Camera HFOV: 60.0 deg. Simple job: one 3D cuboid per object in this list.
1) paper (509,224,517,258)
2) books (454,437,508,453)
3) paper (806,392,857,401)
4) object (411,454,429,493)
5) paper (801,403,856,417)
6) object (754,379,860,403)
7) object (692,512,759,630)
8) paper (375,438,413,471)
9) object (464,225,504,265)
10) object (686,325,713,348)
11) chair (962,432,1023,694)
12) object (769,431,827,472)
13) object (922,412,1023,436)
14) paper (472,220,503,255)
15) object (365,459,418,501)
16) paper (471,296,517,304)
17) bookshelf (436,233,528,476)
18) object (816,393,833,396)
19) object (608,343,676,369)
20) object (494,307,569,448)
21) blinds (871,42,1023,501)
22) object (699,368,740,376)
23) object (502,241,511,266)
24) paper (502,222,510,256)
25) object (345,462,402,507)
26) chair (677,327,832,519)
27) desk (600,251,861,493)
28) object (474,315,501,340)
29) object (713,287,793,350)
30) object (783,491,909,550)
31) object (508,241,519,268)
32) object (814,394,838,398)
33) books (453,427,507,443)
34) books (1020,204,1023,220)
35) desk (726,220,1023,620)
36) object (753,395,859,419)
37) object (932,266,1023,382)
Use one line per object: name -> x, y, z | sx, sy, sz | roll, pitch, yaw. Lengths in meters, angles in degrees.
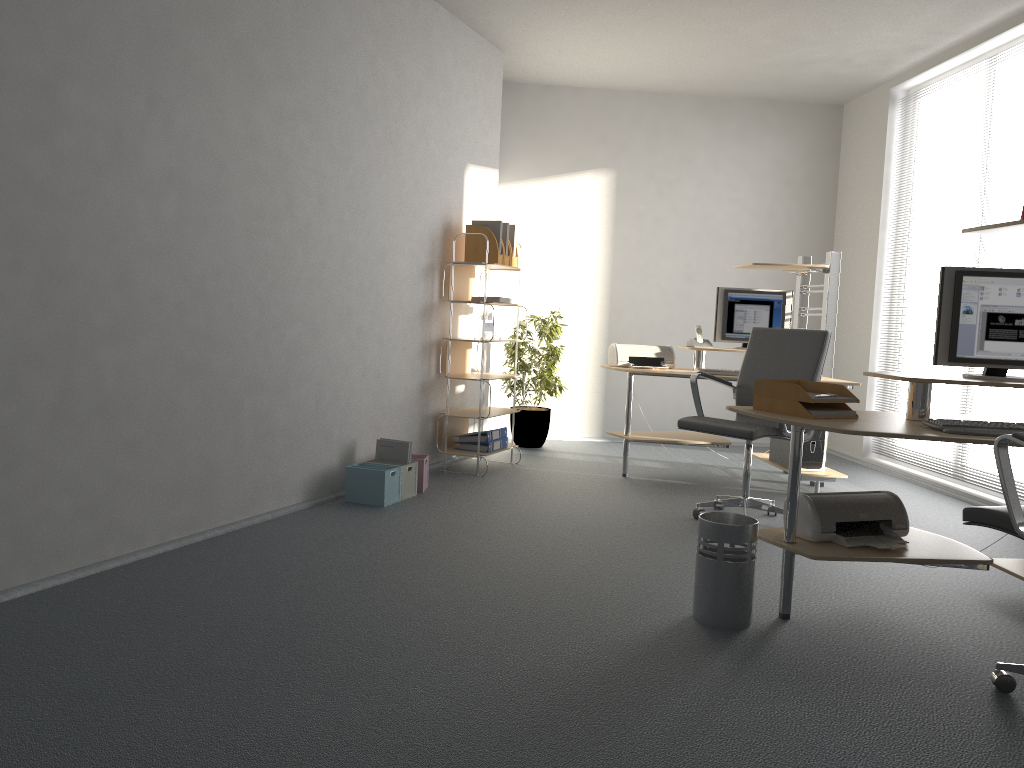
paper -> -0.074, -0.959, 6.173 | 0.213, 0.297, 0.045 | 5, 5, 26
books -> -0.209, 0.403, 6.073 | 0.262, 0.072, 0.320 | 5, 5, 23
paper -> 1.096, 0.042, 3.311 | 0.210, 0.010, 0.297 | 1, 5, -26
object -> -0.629, 0.527, 5.247 | 0.245, 0.202, 0.185 | 3, 4, 4
paper -> 1.094, 0.094, 3.315 | 0.210, 0.019, 0.297 | 1, 5, -26
object -> 1.097, 0.025, 3.310 | 0.225, 0.060, 0.309 | 1, 5, -26
object -> 0.758, 0.663, 3.155 | 0.208, 0.377, 0.208 | 6, 6, 39
paper -> -0.679, 0.471, 5.037 | 0.220, 0.306, 0.068 | 4, 5, 22
object -> -0.181, -0.926, 5.928 | 0.243, 0.259, 0.113 | 4, 5, 20
object -> 1.295, -0.328, 6.111 | 0.150, 0.151, 0.119 | 1, 5, -19
chair -> 1.689, 0.415, 2.451 | 0.584, 1.048, 0.652 | 1, 5, -18
object -> 1.903, 0.336, 5.888 | 0.199, 0.422, 0.471 | 2, 4, -5
object -> 1.657, 0.155, 3.238 | 0.478, 0.082, 0.814 | 3, 4, 3
paper -> -0.174, -0.947, 5.946 | 0.213, 0.297, 0.045 | 4, 5, 20
object -> -0.688, 0.542, 5.028 | 0.245, 0.202, 0.185 | 4, 5, 22
paper -> -0.123, -0.575, 6.099 | 0.213, 0.046, 0.297 | 4, 5, 22
bookshelf -> -0.188, -0.205, 6.044 | 0.381, 1.572, 0.724 | 4, 5, 23
object -> 1.144, 0.041, 3.248 | 0.008, 0.009, 0.159 | 6, 6, 40
object -> 0.918, -0.190, 6.087 | 0.438, 0.162, 0.351 | 2, 4, -13
object -> 0.191, -0.055, 7.143 | 0.544, 1.147, 0.644 | 5, 5, 24
blinds -> 3.013, -0.750, 5.979 | 0.037, 2.749, 1.950 | 2, 4, -5
object -> 1.471, -0.065, 6.001 | 0.478, 0.082, 0.814 | 3, 4, 3
object -> -0.135, -0.933, 6.043 | 0.243, 0.259, 0.113 | 4, 5, 23
paper -> -0.128, -0.953, 6.061 | 0.213, 0.297, 0.045 | 4, 5, 23
object -> -0.757, 0.551, 4.857 | 0.245, 0.202, 0.185 | 4, 5, 22
chair -> 1.296, 0.217, 4.796 | 0.652, 1.048, 0.584 | -1, 6, -39
desk -> 1.393, -0.122, 5.888 | 1.469, 1.566, 0.967 | 2, 4, -5
object -> -0.163, -0.384, 6.014 | 0.077, 0.161, 0.192 | 6, 6, 41
object -> 1.668, -0.449, 6.155 | 0.516, 0.418, 0.245 | 3, 4, 10
object -> 1.282, 0.495, 3.261 | 0.438, 0.162, 0.351 | 1, 5, -20
object -> -0.082, -0.939, 6.156 | 0.243, 0.259, 0.113 | 5, 5, 26
object -> 1.140, 0.043, 3.218 | 0.159, 0.009, 0.008 | -1, 6, -41
books -> -0.215, 0.348, 6.073 | 0.263, 0.100, 0.320 | 5, 5, 23
books -> 2.083, -0.624, 3.306 | 0.320, 0.072, 0.262 | 5, 5, 27
desk -> 1.617, 0.102, 3.112 | 1.469, 1.566, 0.967 | 2, 4, -5
object -> 1.094, 0.082, 3.315 | 0.225, 0.060, 0.309 | 1, 5, -26
object -> 1.893, -0.227, 3.401 | 0.516, 0.418, 0.245 | 4, 5, 17
